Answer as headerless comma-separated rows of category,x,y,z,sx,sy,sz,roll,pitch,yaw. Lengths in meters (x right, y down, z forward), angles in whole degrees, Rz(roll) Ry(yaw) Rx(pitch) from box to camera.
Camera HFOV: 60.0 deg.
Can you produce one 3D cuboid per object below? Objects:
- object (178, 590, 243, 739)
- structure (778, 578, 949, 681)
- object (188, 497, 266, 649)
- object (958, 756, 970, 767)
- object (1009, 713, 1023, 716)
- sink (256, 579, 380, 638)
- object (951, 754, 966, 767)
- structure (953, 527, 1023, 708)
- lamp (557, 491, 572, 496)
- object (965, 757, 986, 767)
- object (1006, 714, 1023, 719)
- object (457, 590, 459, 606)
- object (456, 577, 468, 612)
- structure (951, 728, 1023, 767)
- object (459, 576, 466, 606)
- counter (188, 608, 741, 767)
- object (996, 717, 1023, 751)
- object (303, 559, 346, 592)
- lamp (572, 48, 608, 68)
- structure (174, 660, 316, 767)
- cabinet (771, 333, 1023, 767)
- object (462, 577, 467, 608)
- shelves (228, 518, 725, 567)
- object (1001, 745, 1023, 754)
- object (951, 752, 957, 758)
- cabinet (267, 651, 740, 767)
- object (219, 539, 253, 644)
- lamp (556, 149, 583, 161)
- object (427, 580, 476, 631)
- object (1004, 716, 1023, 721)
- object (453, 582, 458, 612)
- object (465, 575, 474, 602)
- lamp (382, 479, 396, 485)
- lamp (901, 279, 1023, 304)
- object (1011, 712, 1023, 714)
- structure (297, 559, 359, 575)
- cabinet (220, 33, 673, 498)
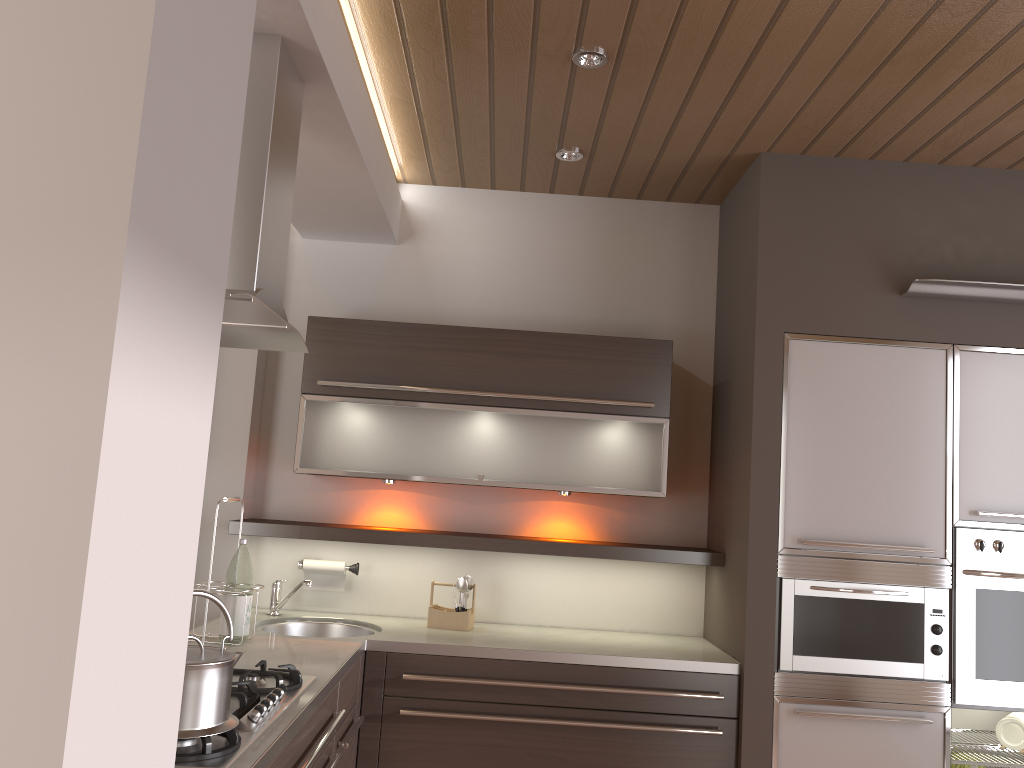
object,-0.629,0.525,1.710,0.221,0.251,0.221,5,-7,-8
structure,1.190,0.827,2.984,0.569,0.301,0.049,4,-7,0
object,-0.915,0.586,2.820,0.210,0.453,0.291,3,-7,5
object,1.629,1.415,3.151,0.177,0.173,0.042,9,-9,-35
object,1.883,1.282,3.292,0.115,0.112,0.032,-2,-9,40
sink,-0.720,0.893,3.205,0.494,0.347,0.450,3,-7,5
object,1.615,1.417,3.171,0.177,0.173,0.042,9,-9,-35
structure,1.789,0.797,2.983,0.582,0.583,0.066,4,-7,0
lamp,0.206,0.431,3.482,0.056,0.018,0.056,8,-8,-28
object,1.643,1.414,3.131,0.177,0.173,0.042,9,-9,-35
object,1.867,1.279,3.274,0.115,0.112,0.032,-2,-9,40
object,-0.202,0.827,3.365,0.022,0.196,0.018,4,-7,1
object,-0.187,0.821,3.333,0.042,0.192,0.040,10,-10,-44
structure,1.751,1.331,3.251,0.583,0.012,0.479,4,-7,0
object,-0.193,0.829,3.371,0.017,0.196,0.020,1,-8,22
counter,-0.139,0.842,2.485,1.850,0.036,2.150,4,-7,0
object,1.820,1.269,3.220,0.115,0.112,0.032,-2,-9,40
object,-0.742,0.756,3.497,0.165,0.119,0.053,4,-7,-1
lamp,0.229,-0.969,2.583,0.102,0.055,0.102,8,-8,-28
structure,-0.759,0.697,1.964,0.494,0.047,0.797,4,-7,0
cabinet,1.785,0.854,3.070,1.796,1.948,1.047,4,-7,0
object,-0.185,0.827,3.350,0.018,0.196,0.023,4,-7,1
shelves,-0.131,0.613,3.451,1.850,0.050,0.313,4,-7,0
object,1.864,1.333,3.268,0.073,0.009,0.190,-2,-9,41
object,1.602,1.418,3.191,0.177,0.173,0.042,9,-9,-35
cabinet,-0.169,1.291,2.430,1.850,0.870,2.150,4,-7,0
object,-0.866,0.652,2.808,0.091,0.319,0.091,-1,-8,34
lamp,0.217,-0.879,3.322,0.102,0.055,0.102,0,-8,27
object,-0.228,0.843,3.388,0.173,0.170,0.100,2,-7,11
object,1.836,1.272,3.238,0.115,0.112,0.032,-2,-9,40
object,-0.211,0.834,3.347,0.044,0.178,0.019,7,-8,-25
object,-0.179,0.828,3.381,0.042,0.192,0.040,10,-9,-42
lamp,-0.482,0.384,3.477,0.056,0.018,0.056,8,-8,-28
lamp,1.882,-0.301,3.064,1.020,0.033,0.139,4,-7,0
object,1.914,1.288,3.328,0.115,0.112,0.032,-2,-9,40
structure,-0.726,0.726,3.527,0.237,0.049,0.087,4,-7,0
cabinet,-0.124,-0.215,2.712,1.399,1.032,2.058,3,-7,3
